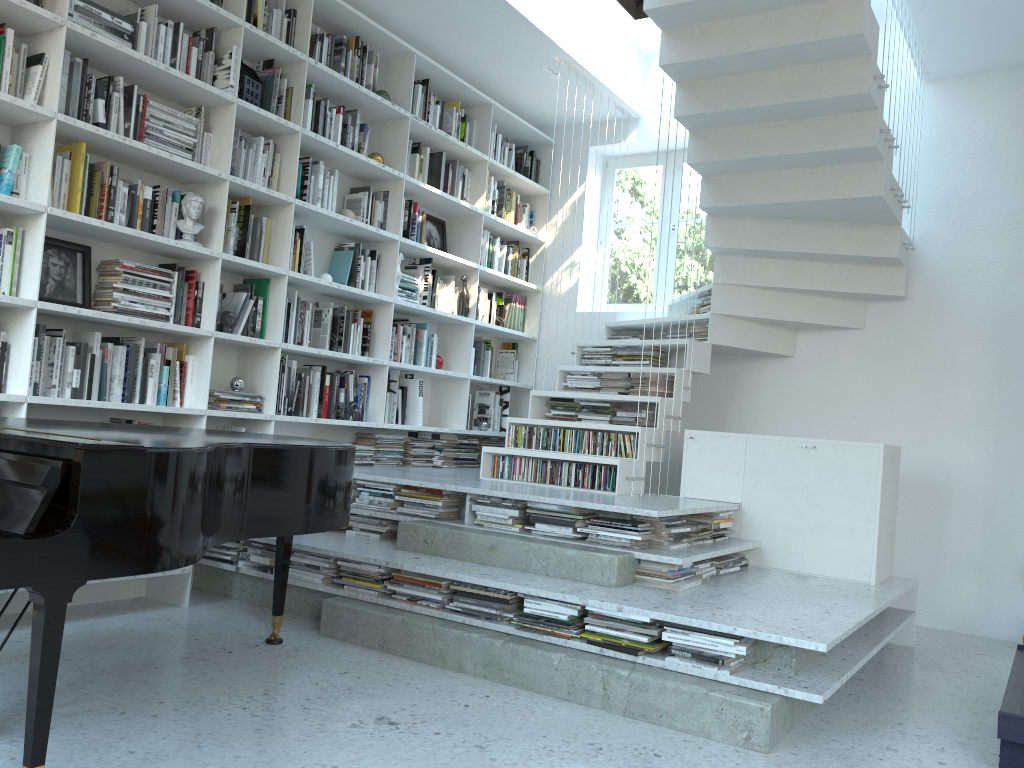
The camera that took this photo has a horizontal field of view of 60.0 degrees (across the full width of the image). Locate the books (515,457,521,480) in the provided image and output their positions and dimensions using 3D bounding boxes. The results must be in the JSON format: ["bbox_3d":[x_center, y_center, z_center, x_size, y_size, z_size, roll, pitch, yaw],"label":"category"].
[{"bbox_3d":[0.055,0.470,4.909,0.007,0.125,0.125,3,-3,32],"label":"books"}]

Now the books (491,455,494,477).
[{"bbox_3d":[-0.079,0.463,4.994,0.007,0.125,0.125,3,-3,32],"label":"books"}]

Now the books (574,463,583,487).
[{"bbox_3d":[0.365,0.485,4.715,0.010,0.125,0.125,3,-3,32],"label":"books"}]

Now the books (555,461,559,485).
[{"bbox_3d":[0.271,0.480,4.774,0.007,0.125,0.125,3,-3,32],"label":"books"}]

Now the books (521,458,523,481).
[{"bbox_3d":[0.087,0.472,4.890,0.008,0.125,0.125,3,-3,32],"label":"books"}]

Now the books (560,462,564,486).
[{"bbox_3d":[0.297,0.482,4.758,0.010,0.125,0.125,3,-3,32],"label":"books"}]

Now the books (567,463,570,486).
[{"bbox_3d":[0.330,0.483,4.737,0.008,0.125,0.125,3,-3,32],"label":"books"}]

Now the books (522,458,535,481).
[{"bbox_3d":[0.094,0.472,4.885,0.009,0.125,0.125,3,-3,32],"label":"books"}]

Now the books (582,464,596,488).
[{"bbox_3d":[0.408,0.487,4.688,0.008,0.125,0.125,3,-3,32],"label":"books"}]

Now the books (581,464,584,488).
[{"bbox_3d":[0.402,0.487,4.692,0.007,0.125,0.125,3,-3,32],"label":"books"}]

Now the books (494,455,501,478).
[{"bbox_3d":[-0.059,0.464,4.981,0.010,0.125,0.125,3,-3,32],"label":"books"}]

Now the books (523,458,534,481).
[{"bbox_3d":[0.101,0.472,4.881,0.007,0.125,0.125,3,-3,32],"label":"books"}]

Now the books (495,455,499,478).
[{"bbox_3d":[-0.051,0.465,4.976,0.009,0.125,0.125,3,-3,32],"label":"books"}]

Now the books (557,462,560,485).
[{"bbox_3d":[0.277,0.481,4.770,0.008,0.125,0.125,3,-3,32],"label":"books"}]

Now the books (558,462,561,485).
[{"bbox_3d":[0.284,0.481,4.765,0.008,0.125,0.125,3,-3,32],"label":"books"}]

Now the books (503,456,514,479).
[{"bbox_3d":[-0.011,0.467,4.951,0.007,0.125,0.125,3,-3,32],"label":"books"}]

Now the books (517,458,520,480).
[{"bbox_3d":[0.068,0.471,4.902,0.008,0.125,0.125,3,-3,32],"label":"books"}]

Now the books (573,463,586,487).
[{"bbox_3d":[0.359,0.485,4.719,0.008,0.125,0.125,3,-3,32],"label":"books"}]

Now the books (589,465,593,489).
[{"bbox_3d":[0.439,0.489,4.668,0.008,0.125,0.125,3,-3,32],"label":"books"}]

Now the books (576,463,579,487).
[{"bbox_3d":[0.373,0.486,4.710,0.012,0.125,0.125,3,-3,32],"label":"books"}]

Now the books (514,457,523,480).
[{"bbox_3d":[0.049,0.470,4.913,0.007,0.125,0.125,3,-3,32],"label":"books"}]

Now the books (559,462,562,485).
[{"bbox_3d":[0.291,0.481,4.761,0.010,0.125,0.125,3,-3,32],"label":"books"}]

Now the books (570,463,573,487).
[{"bbox_3d":[0.344,0.484,4.728,0.011,0.125,0.125,3,-3,32],"label":"books"}]

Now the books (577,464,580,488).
[{"bbox_3d":[0.382,0.486,4.704,0.008,0.125,0.125,3,-3,32],"label":"books"}]

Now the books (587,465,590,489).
[{"bbox_3d":[0.432,0.488,4.673,0.010,0.125,0.125,3,-3,32],"label":"books"}]

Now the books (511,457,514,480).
[{"bbox_3d":[0.035,0.469,4.922,0.008,0.125,0.125,3,-3,32],"label":"books"}]

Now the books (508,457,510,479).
[{"bbox_3d":[0.016,0.468,4.934,0.008,0.125,0.125,3,-3,32],"label":"books"}]

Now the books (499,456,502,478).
[{"bbox_3d":[-0.031,0.466,4.964,0.008,0.125,0.125,3,-3,32],"label":"books"}]

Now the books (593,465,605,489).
[{"bbox_3d":[0.457,0.490,4.657,0.010,0.125,0.125,3,-3,32],"label":"books"}]

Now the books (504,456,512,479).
[{"bbox_3d":[-0.004,0.467,4.946,0.009,0.125,0.125,3,-3,32],"label":"books"}]

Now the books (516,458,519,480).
[{"bbox_3d":[0.061,0.470,4.905,0.007,0.125,0.125,3,-3,32],"label":"books"}]

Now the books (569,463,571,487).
[{"bbox_3d":[0.338,0.484,4.732,0.011,0.125,0.125,3,-3,32],"label":"books"}]

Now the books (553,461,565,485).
[{"bbox_3d":[0.258,0.480,4.782,0.008,0.125,0.125,3,-3,32],"label":"books"}]

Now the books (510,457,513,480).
[{"bbox_3d":[0.029,0.469,4.926,0.008,0.125,0.125,3,-3,32],"label":"books"}]

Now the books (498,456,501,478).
[{"bbox_3d":[-0.038,0.465,4.968,0.007,0.125,0.125,3,-3,32],"label":"books"}]

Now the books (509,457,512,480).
[{"bbox_3d":[0.022,0.468,4.930,0.008,0.125,0.125,3,-3,32],"label":"books"}]

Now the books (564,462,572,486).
[{"bbox_3d":[0.317,0.483,4.745,0.008,0.125,0.125,3,-3,32],"label":"books"}]

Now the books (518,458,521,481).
[{"bbox_3d":[0.074,0.471,4.898,0.008,0.125,0.125,3,-3,32],"label":"books"}]

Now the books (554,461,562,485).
[{"bbox_3d":[0.264,0.480,4.778,0.008,0.125,0.125,3,-3,32],"label":"books"}]

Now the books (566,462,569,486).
[{"bbox_3d":[0.323,0.483,4.741,0.007,0.125,0.125,3,-3,32],"label":"books"}]

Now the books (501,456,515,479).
[{"bbox_3d":[-0.018,0.466,4.956,0.010,0.125,0.125,3,-3,32],"label":"books"}]

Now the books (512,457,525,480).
[{"bbox_3d":[0.043,0.469,4.917,0.008,0.125,0.125,3,-3,32],"label":"books"}]

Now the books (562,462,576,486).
[{"bbox_3d":[0.304,0.482,4.753,0.008,0.125,0.125,3,-3,32],"label":"books"}]

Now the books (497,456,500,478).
[{"bbox_3d":[-0.044,0.465,4.972,0.007,0.125,0.125,3,-3,32],"label":"books"}]

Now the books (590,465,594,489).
[{"bbox_3d":[0.448,0.489,4.663,0.012,0.125,0.125,3,-3,32],"label":"books"}]

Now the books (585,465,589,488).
[{"bbox_3d":[0.423,0.488,4.678,0.010,0.125,0.125,3,-3,32],"label":"books"}]

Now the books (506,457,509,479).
[{"bbox_3d":[0.010,0.468,4.938,0.007,0.125,0.125,3,-3,32],"label":"books"}]

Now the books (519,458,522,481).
[{"bbox_3d":[0.080,0.471,4.894,0.007,0.125,0.125,3,-3,32],"label":"books"}]

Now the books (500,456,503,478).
[{"bbox_3d":[-0.025,0.466,4.960,0.008,0.125,0.125,3,-3,32],"label":"books"}]

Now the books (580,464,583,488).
[{"bbox_3d":[0.395,0.487,4.696,0.007,0.125,0.125,3,-3,32],"label":"books"}]

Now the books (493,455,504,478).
[{"bbox_3d":[-0.067,0.464,4.986,0.008,0.125,0.125,3,-3,32],"label":"books"}]

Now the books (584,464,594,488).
[{"bbox_3d":[0.415,0.488,4.683,0.008,0.125,0.125,3,-3,32],"label":"books"}]

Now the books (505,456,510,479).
[{"bbox_3d":[0.003,0.467,4.942,0.009,0.125,0.125,3,-3,32],"label":"books"}]

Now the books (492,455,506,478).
[{"bbox_3d":[-0.073,0.464,4.990,0.008,0.125,0.125,3,-3,32],"label":"books"}]

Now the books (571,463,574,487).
[{"bbox_3d":[0.352,0.484,4.723,0.008,0.125,0.125,3,-3,32],"label":"books"}]

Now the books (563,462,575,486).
[{"bbox_3d":[0.311,0.482,4.749,0.008,0.125,0.125,3,-3,32],"label":"books"}]

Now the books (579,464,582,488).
[{"bbox_3d":[0.389,0.486,4.700,0.007,0.125,0.125,3,-3,32],"label":"books"}]
